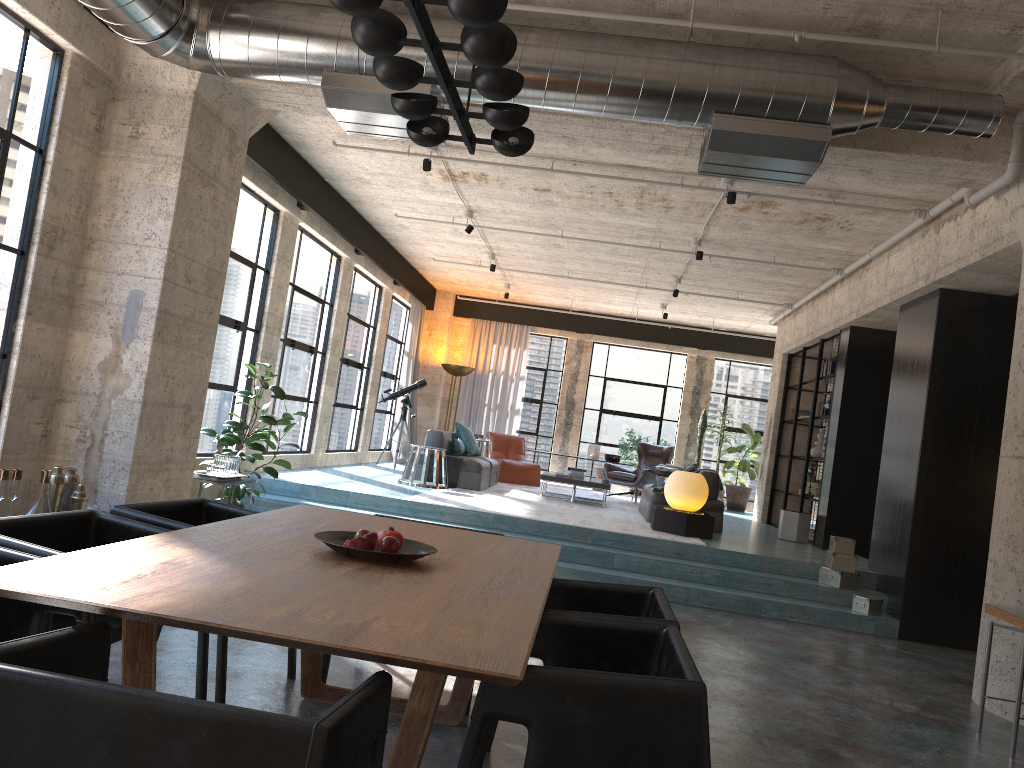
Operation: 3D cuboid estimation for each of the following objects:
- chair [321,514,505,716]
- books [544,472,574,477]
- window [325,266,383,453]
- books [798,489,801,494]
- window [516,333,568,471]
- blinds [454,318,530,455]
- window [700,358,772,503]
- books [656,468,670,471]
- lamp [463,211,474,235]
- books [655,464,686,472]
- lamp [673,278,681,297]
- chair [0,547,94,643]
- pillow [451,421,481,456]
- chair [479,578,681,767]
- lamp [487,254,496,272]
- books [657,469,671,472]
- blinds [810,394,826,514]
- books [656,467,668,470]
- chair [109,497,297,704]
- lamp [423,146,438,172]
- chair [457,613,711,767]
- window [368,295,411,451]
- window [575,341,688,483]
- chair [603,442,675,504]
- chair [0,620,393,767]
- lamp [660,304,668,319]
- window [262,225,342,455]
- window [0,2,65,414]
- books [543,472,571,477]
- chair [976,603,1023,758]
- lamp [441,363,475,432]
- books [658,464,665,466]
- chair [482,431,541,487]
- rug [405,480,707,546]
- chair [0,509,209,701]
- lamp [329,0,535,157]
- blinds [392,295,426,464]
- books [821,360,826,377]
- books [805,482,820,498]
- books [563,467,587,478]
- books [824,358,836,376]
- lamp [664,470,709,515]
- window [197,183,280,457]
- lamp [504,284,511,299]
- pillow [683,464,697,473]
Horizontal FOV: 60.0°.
[{"bbox_3d":[-0.448,1.066,4.307,0.707,0.738,0.754,8,-3,6],"label":"chair"},{"bbox_3d":[0.624,1.204,11.843,0.318,0.011,0.252,10,-4,-35],"label":"books"},{"bbox_3d":[-2.254,-0.287,12.597,0.081,2.530,1.780,8,-3,6],"label":"window"},{"bbox_3d":[4.068,1.492,12.087,0.231,0.068,0.319,8,-3,-3],"label":"books"},{"bbox_3d":[0.000,0.265,16.683,1.780,2.530,0.081,8,-3,6],"label":"window"},{"bbox_3d":[-0.409,0.137,16.369,1.187,2.986,0.404,8,-3,7],"label":"blinds"},{"bbox_3d":[4.423,0.890,16.238,1.780,2.530,0.081,8,-3,6],"label":"window"},{"bbox_3d":[2.213,1.221,12.520,0.252,0.011,0.318,9,-3,-18],"label":"books"},{"bbox_3d":[-0.491,-1.822,10.056,0.144,0.252,0.107,9,-3,-10],"label":"lamp"},{"bbox_3d":[2.225,1.185,12.466,0.273,0.109,0.322,11,-4,-44],"label":"books"},{"bbox_3d":[2.246,-1.310,12.096,0.107,0.252,0.144,6,-4,38],"label":"lamp"},{"bbox_3d":[-1.539,0.791,2.187,0.754,0.738,0.707,8,-3,6],"label":"chair"},{"bbox_3d":[-0.687,0.773,12.411,0.349,0.466,1.042,7,-3,16],"label":"pillow"},{"bbox_3d":[0.275,1.110,3.161,0.754,0.738,0.707,8,-3,6],"label":"chair"},{"bbox_3d":[-0.289,-1.683,12.342,0.107,0.223,0.143,6,-4,39],"label":"lamp"},{"bbox_3d":[2.212,1.232,12.535,0.252,0.011,0.318,9,-3,-8],"label":"books"},{"bbox_3d":[4.473,1.003,11.771,0.136,3.160,2.915,8,-3,6],"label":"blinds"},{"bbox_3d":[2.224,1.213,12.537,0.252,0.011,0.318,9,-3,-18],"label":"books"},{"bbox_3d":[-1.361,0.905,3.811,0.754,0.738,0.707,8,-3,11],"label":"chair"},{"bbox_3d":[-0.718,-1.987,7.772,0.107,0.236,0.145,9,-3,-11],"label":"lamp"},{"bbox_3d":[0.201,1.060,2.433,0.754,0.738,0.707,8,-3,6],"label":"chair"},{"bbox_3d":[-2.051,-0.136,14.827,0.081,2.530,1.780,8,-3,6],"label":"window"},{"bbox_3d":[2.212,0.577,16.460,1.780,2.530,0.081,8,-3,6],"label":"window"},{"bbox_3d":[1.994,1.364,13.691,0.975,0.940,0.820,11,-4,-44],"label":"chair"},{"bbox_3d":[-0.677,0.891,1.698,0.707,0.738,0.754,8,-3,6],"label":"chair"},{"bbox_3d":[2.463,-1.169,14.378,0.143,0.223,0.107,7,-3,19],"label":"lamp"},{"bbox_3d":[-2.457,-0.437,10.367,0.081,2.530,1.780,8,-3,6],"label":"window"},{"bbox_3d":[-2.997,-0.838,4.433,0.081,2.530,1.780,8,-3,6],"label":"window"},{"bbox_3d":[0.614,1.214,11.842,0.318,0.011,0.252,11,-4,-40],"label":"books"},{"bbox_3d":[2.783,1.578,4.666,0.450,0.698,0.450,8,-3,6],"label":"chair"},{"bbox_3d":[-1.092,0.584,15.760,0.619,1.822,0.619,8,-3,6],"label":"lamp"},{"bbox_3d":[2.272,1.231,12.954,0.278,0.075,0.320,8,-3,10],"label":"books"},{"bbox_3d":[-0.014,1.200,14.250,0.801,0.759,0.920,10,-3,-24],"label":"chair"},{"bbox_3d":[0.752,1.582,12.404,2.954,0.032,7.768,8,-3,6],"label":"rug"},{"bbox_3d":[-1.487,0.841,2.976,0.754,0.738,0.707,8,-3,11],"label":"chair"},{"bbox_3d":[-0.175,-1.746,3.235,0.583,1.327,1.813,8,-3,6],"label":"lamp"},{"bbox_3d":[-1.675,-0.110,15.389,0.384,2.985,1.131,8,-3,6],"label":"blinds"},{"bbox_3d":[4.248,-0.167,11.817,0.216,0.290,0.231,8,-3,6],"label":"books"},{"bbox_3d":[4.061,1.413,11.759,0.306,0.188,0.257,10,-4,-29],"label":"books"},{"bbox_3d":[0.889,1.230,12.356,0.279,0.116,0.322,9,-3,-9],"label":"books"},{"bbox_3d":[4.223,-0.187,11.572,0.221,0.298,0.258,8,-3,6],"label":"books"},{"bbox_3d":[1.841,1.138,9.376,0.462,0.417,0.462,6,-4,34],"label":"lamp"},{"bbox_3d":[-2.660,-0.588,8.137,0.081,2.530,1.780,8,-3,6],"label":"window"},{"bbox_3d":[-0.082,-1.528,14.654,0.107,0.223,0.143,7,-3,28],"label":"lamp"},{"bbox_3d":[2.166,1.185,11.221,0.320,0.393,0.670,8,-3,12],"label":"pillow"}]
